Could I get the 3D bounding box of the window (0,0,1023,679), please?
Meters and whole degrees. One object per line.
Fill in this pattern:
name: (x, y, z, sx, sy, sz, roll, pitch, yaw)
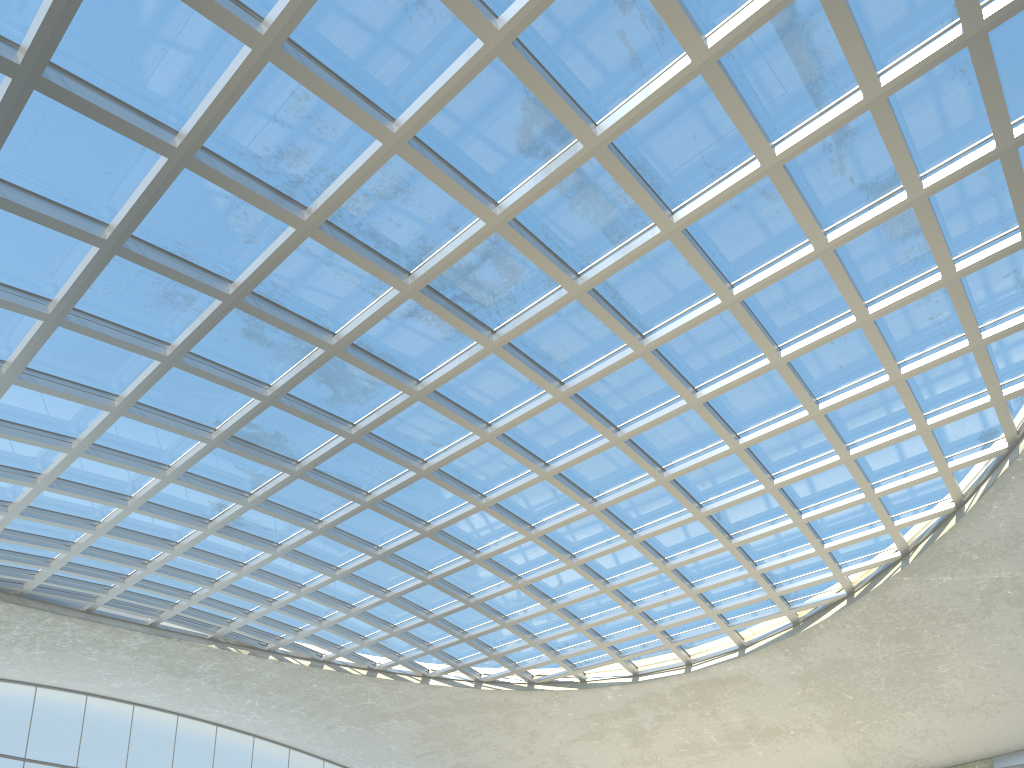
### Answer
window: (-7.769, 8.190, 49.635, 83.568, 9.650, 86.378, -26, -44, 32)
